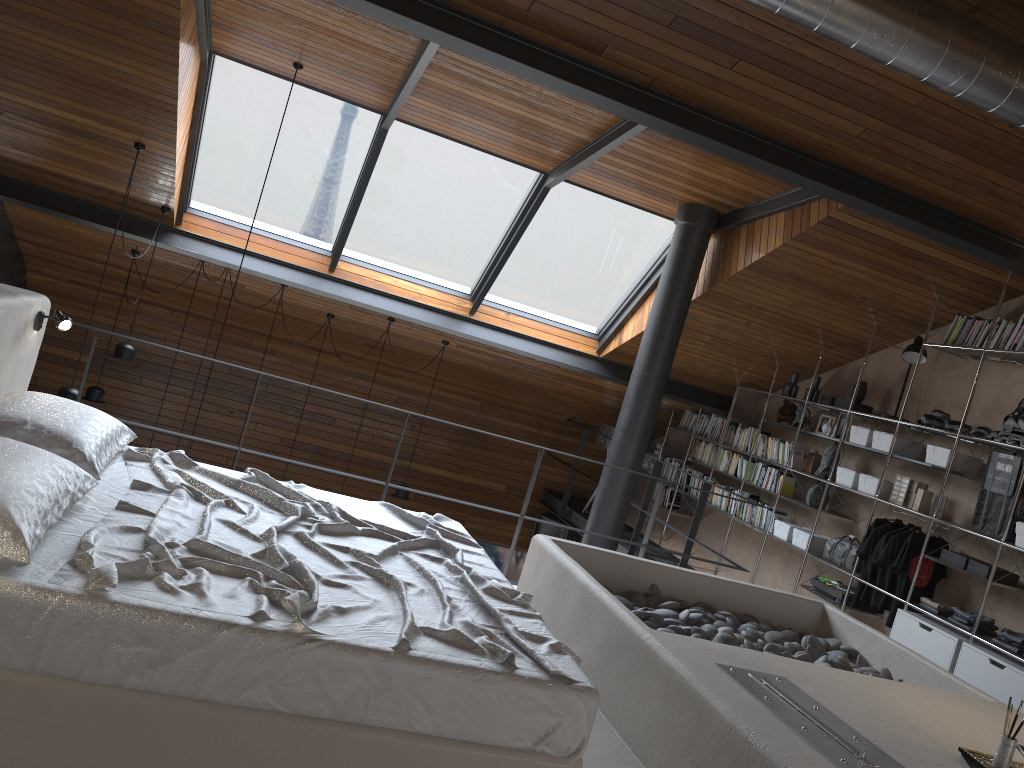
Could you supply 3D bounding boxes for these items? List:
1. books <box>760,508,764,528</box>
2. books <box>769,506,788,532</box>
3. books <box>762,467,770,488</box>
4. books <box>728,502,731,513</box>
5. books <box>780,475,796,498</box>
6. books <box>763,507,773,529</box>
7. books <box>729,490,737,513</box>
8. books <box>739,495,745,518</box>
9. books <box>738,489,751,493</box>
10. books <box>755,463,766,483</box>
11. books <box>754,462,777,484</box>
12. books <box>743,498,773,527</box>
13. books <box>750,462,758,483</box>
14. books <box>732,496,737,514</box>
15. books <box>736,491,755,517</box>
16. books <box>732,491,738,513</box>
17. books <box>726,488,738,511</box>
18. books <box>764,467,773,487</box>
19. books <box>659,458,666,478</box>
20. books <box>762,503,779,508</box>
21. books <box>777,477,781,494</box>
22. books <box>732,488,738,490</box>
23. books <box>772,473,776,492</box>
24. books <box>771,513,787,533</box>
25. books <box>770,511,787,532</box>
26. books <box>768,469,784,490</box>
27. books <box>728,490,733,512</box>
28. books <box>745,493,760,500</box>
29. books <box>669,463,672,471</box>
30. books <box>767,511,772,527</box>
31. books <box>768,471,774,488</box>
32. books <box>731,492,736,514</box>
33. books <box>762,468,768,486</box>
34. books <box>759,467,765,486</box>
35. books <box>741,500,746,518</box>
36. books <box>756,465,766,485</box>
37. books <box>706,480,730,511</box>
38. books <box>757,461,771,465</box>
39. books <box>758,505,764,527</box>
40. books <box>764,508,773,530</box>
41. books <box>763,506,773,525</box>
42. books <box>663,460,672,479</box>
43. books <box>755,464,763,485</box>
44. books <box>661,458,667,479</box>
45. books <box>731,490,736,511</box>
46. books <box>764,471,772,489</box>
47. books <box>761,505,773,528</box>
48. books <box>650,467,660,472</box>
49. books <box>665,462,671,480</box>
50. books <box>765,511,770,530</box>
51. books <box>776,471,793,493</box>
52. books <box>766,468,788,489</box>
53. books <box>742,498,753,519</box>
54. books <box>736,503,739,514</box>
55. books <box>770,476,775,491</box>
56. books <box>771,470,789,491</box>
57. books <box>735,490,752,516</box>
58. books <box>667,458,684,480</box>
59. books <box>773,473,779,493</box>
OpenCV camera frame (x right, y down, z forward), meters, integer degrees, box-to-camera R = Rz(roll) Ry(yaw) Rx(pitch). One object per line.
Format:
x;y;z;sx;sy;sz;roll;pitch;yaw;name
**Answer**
2.246;1.173;7.713;0.169;0.188;0.058;16;2;-17;books
2.280;1.171;7.583;0.142;0.217;0.066;16;2;-17;books
2.292;0.837;7.802;0.148;0.190;0.013;16;2;-17;books
2.081;1.108;8.214;0.126;0.197;0.047;16;2;-17;books
2.352;0.876;7.583;0.129;0.165;0.056;16;2;-17;books
2.252;1.175;7.676;0.148;0.189;0.053;16;2;-17;books
2.084;1.099;8.201;0.133;0.218;0.051;16;2;-17;books
2.141;1.123;8.019;0.148;0.205;0.049;16;2;-17;books
2.111;1.096;8.117;0.143;0.236;0.062;16;2;-17;books
2.288;0.824;7.958;0.192;0.204;0.012;16;2;-17;books
2.281;0.820;7.968;0.191;0.207;0.012;16;2;-17;books
2.184;1.144;7.860;0.136;0.210;0.273;16;2;-17;books
2.240;0.815;7.999;0.148;0.190;0.013;16;2;-17;books
2.099;1.116;8.132;0.138;0.191;0.049;16;2;-17;books
2.117;1.101;8.037;0.148;0.233;0.053;16;2;-17;books
2.100;1.103;8.148;0.137;0.216;0.049;16;2;-17;books
2.080;1.094;8.251;0.155;0.215;0.055;16;2;-17;books
2.300;0.839;7.791;0.148;0.190;0.013;16;2;-17;books
1.693;0.931;9.627;0.148;0.234;0.013;16;2;-17;books
2.257;1.165;7.757;0.207;0.206;0.053;16;2;-17;books
2.343;0.882;7.597;0.131;0.147;0.045;16;2;-17;books
2.069;1.086;8.267;0.117;0.220;0.054;16;2;-17;books
2.320;0.863;7.665;0.130;0.167;0.046;16;2;-17;books
2.276;1.197;7.556;0.130;0.166;0.046;16;2;-17;books
2.273;1.185;7.566;0.129;0.186;0.050;16;2;-17;books
2.323;0.848;7.729;0.148;0.190;0.013;16;2;-17;books
2.076;1.100;8.230;0.123;0.203;0.054;16;2;-17;books
2.155;1.113;8.012;0.148;0.233;0.053;16;2;-17;books
1.739;0.958;9.490;0.148;0.217;0.010;16;2;-17;books
2.262;1.190;7.609;0.146;0.171;0.054;16;2;-17;books
2.321;0.859;7.744;0.148;0.167;0.014;16;2;-17;books
2.095;1.107;8.161;0.131;0.205;0.051;16;2;-17;books
2.289;0.836;7.830;0.129;0.188;0.010;16;2;-17;books
2.278;0.841;7.874;0.146;0.171;0.018;16;2;-17;books
2.137;1.135;7.991;0.131;0.180;0.042;16;2;-17;books
2.275;0.830;7.912;0.160;0.187;0.021;16;2;-17;books
1.988;1.066;8.478;0.139;0.211;0.467;16;2;-17;books
2.274;0.816;8.021;0.207;0.207;0.010;16;2;-17;books
2.223;1.165;7.735;0.148;0.189;0.053;16;2;-17;books
2.259;1.179;7.648;0.160;0.187;0.060;16;2;-17;books
2.272;1.173;7.694;0.192;0.202;0.055;16;2;-17;books
1.728;0.946;9.540;0.160;0.231;0.021;16;2;-17;books
2.268;0.826;7.940;0.148;0.190;0.013;16;2;-17;books
1.715;0.939;9.605;0.169;0.232;0.018;16;2;-17;books
2.100;1.104;8.192;0.137;0.216;0.049;16;2;-17;books
2.298;0.854;7.777;0.143;0.161;0.019;16;2;-17;books
2.265;1.169;7.704;0.191;0.205;0.055;16;2;-17;books
1.661;0.963;9.761;0.252;0.016;0.182;16;2;-13;books
1.731;0.958;9.502;0.146;0.210;0.018;16;2;-17;books
2.246;1.187;7.619;0.130;0.167;0.046;16;2;-17;books
2.337;0.858;7.611;0.129;0.186;0.050;16;2;-17;books
2.319;0.843;7.760;0.146;0.195;0.023;16;2;-17;books
2.151;1.129;7.982;0.137;0.201;0.047;16;2;-17;books
2.119;1.118;8.067;0.139;0.201;0.057;16;2;-17;books
2.318;0.872;7.704;0.128;0.143;0.009;16;2;-17;books
2.331;0.853;7.695;0.129;0.188;0.010;16;2;-17;books
2.103;1.096;8.083;0.148;0.233;0.053;16;2;-17;books
1.751;0.935;9.475;0.142;0.268;0.020;16;2;-17;books
2.331;0.866;7.654;0.148;0.167;0.053;16;2;-17;books
